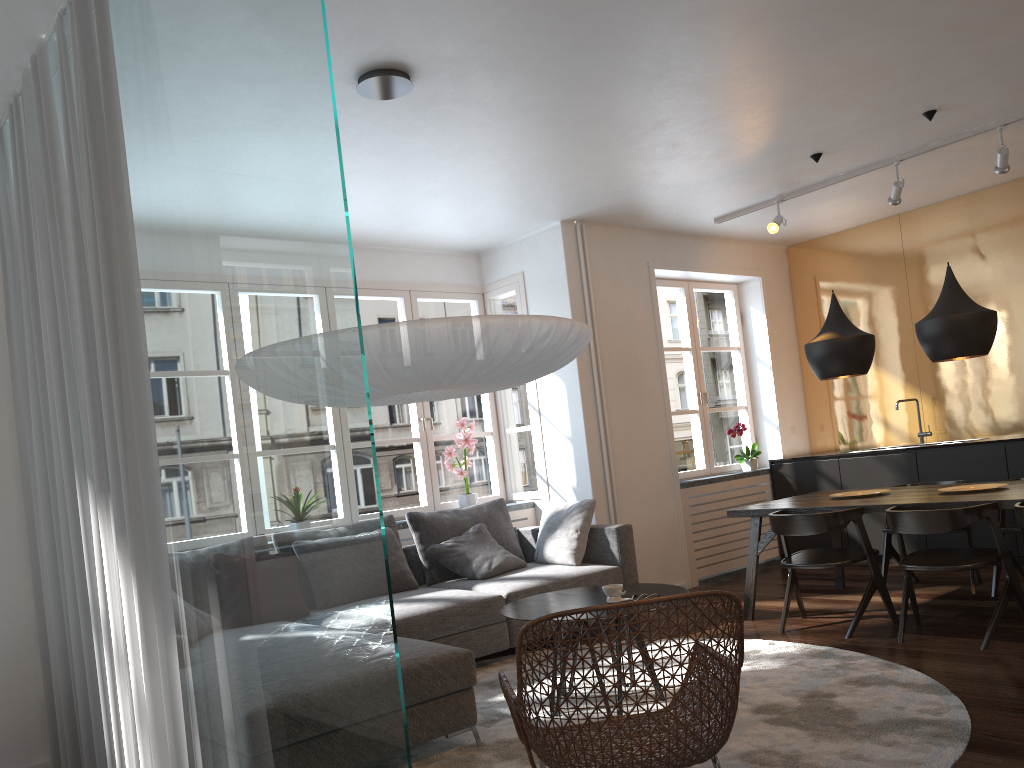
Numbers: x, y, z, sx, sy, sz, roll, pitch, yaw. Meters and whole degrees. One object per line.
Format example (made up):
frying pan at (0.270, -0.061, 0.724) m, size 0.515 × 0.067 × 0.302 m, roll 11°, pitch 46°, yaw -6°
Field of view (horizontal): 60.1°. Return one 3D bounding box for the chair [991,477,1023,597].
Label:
chair at (3.165, 0.891, 5.193) m, size 0.518 × 0.670 × 0.596 m, roll -5°, pitch -3°, yaw -42°

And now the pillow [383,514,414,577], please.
pillow at (-0.993, 1.069, 5.330) m, size 0.837 × 0.474 × 0.278 m, roll -3°, pitch -3°, yaw -40°

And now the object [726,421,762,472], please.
object at (1.993, 0.529, 7.545) m, size 0.230 × 0.436 × 0.405 m, roll -7°, pitch -3°, yaw 26°

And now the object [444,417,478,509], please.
object at (-0.362, 0.592, 6.520) m, size 0.299 × 0.689 × 0.200 m, roll -7°, pitch -1°, yaw 29°

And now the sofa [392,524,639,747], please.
sofa at (-0.359, 1.257, 4.690) m, size 3.059 × 0.670 × 2.052 m, roll -3°, pitch -6°, yaw -40°

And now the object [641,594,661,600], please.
object at (0.605, 0.924, 3.844) m, size 0.015 × 0.015 × 0.167 m, roll -9°, pitch -5°, yaw 37°

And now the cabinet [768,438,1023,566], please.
cabinet at (4.148, 0.732, 5.893) m, size 0.730 × 0.898 × 5.095 m, roll -5°, pitch -5°, yaw -40°

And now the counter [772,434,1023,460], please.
counter at (4.097, 0.287, 5.899) m, size 0.730 × 0.002 × 5.092 m, roll -2°, pitch -6°, yaw -40°

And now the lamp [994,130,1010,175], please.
lamp at (2.925, -1.385, 5.254) m, size 0.085 × 0.239 × 0.251 m, roll -7°, pitch -3°, yaw 16°

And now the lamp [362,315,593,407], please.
lamp at (-0.385, -0.047, 3.713) m, size 1.469 × 0.209 × 1.475 m, roll -6°, pitch -5°, yaw -4°

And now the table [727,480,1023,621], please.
table at (2.577, 0.925, 4.863) m, size 1.103 × 0.677 × 2.516 m, roll -3°, pitch -6°, yaw -40°

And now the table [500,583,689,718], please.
table at (0.393, 1.205, 3.968) m, size 0.844 × 0.471 × 0.852 m, roll -4°, pitch -5°, yaw -38°

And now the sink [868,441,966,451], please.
sink at (3.978, 0.285, 5.973) m, size 0.480 × 0.243 × 3.436 m, roll -3°, pitch -6°, yaw -41°

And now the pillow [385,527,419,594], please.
pillow at (-0.910, 1.075, 5.212) m, size 0.665 × 0.396 × 0.294 m, roll -3°, pitch -4°, yaw -40°

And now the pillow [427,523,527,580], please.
pillow at (-0.222, 1.069, 5.647) m, size 0.446 × 0.320 × 0.491 m, roll -9°, pitch -4°, yaw 31°

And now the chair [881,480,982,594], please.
chair at (2.733, 0.990, 5.756) m, size 0.518 × 0.670 × 0.596 m, roll -4°, pitch -3°, yaw -44°

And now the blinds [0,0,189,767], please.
blinds at (-1.635, 0.193, 3.286) m, size 0.152 × 2.730 × 1.818 m, roll -6°, pitch -2°, yaw -38°

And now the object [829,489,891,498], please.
object at (2.130, 0.675, 5.416) m, size 0.355 × 0.016 × 0.358 m, roll -3°, pitch -6°, yaw -37°

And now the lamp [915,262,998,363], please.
lamp at (2.447, -0.408, 4.896) m, size 0.412 × 0.540 × 0.410 m, roll -8°, pitch -2°, yaw 26°

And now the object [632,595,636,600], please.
object at (0.536, 0.940, 3.911) m, size 0.026 × 0.010 × 0.124 m, roll -8°, pitch -5°, yaw 16°

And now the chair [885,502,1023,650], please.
chair at (2.192, 0.938, 4.436) m, size 0.518 × 0.670 × 0.596 m, roll -5°, pitch -3°, yaw -40°

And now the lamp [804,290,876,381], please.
lamp at (2.002, -0.310, 5.431) m, size 0.410 × 0.540 × 0.412 m, roll -6°, pitch -2°, yaw -7°

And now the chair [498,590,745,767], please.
chair at (0.342, 0.975, 2.747) m, size 0.717 × 0.708 × 0.688 m, roll -6°, pitch -3°, yaw -8°

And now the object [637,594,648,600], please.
object at (0.566, 0.930, 3.862) m, size 0.025 × 0.016 × 0.163 m, roll -8°, pitch -5°, yaw 24°

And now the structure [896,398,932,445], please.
structure at (3.227, 0.308, 7.095) m, size 0.265 × 0.385 × 0.110 m, roll -6°, pitch -1°, yaw -24°

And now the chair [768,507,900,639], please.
chair at (1.752, 1.034, 4.955) m, size 0.518 × 0.670 × 0.596 m, roll -5°, pitch -3°, yaw -42°

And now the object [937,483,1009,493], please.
object at (2.556, 0.581, 4.904) m, size 0.357 × 0.016 × 0.355 m, roll -10°, pitch -6°, yaw 30°

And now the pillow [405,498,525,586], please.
pillow at (-0.290, 1.040, 5.910) m, size 0.834 × 0.476 × 0.276 m, roll -3°, pitch -3°, yaw -40°

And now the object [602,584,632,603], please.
object at (0.455, 0.915, 3.852) m, size 0.091 × 0.069 × 0.140 m, roll -5°, pitch -4°, yaw -28°

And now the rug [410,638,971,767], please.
rug at (0.382, 1.425, 3.808) m, size 2.850 × 0.012 × 2.834 m, roll -9°, pitch -6°, yaw 29°

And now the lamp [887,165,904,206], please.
lamp at (2.510, -1.295, 5.739) m, size 0.085 × 0.238 × 0.252 m, roll -7°, pitch -3°, yaw 0°

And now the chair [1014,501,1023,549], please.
chair at (2.583, 0.852, 3.967) m, size 0.518 × 0.670 × 0.596 m, roll -5°, pitch -3°, yaw -42°

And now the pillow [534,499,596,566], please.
pillow at (0.315, 0.980, 5.819) m, size 0.285 × 0.413 × 0.497 m, roll -5°, pitch -4°, yaw -41°

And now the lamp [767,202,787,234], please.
lamp at (1.876, -1.173, 6.279) m, size 0.085 × 0.239 × 0.250 m, roll -7°, pitch -3°, yaw 37°
